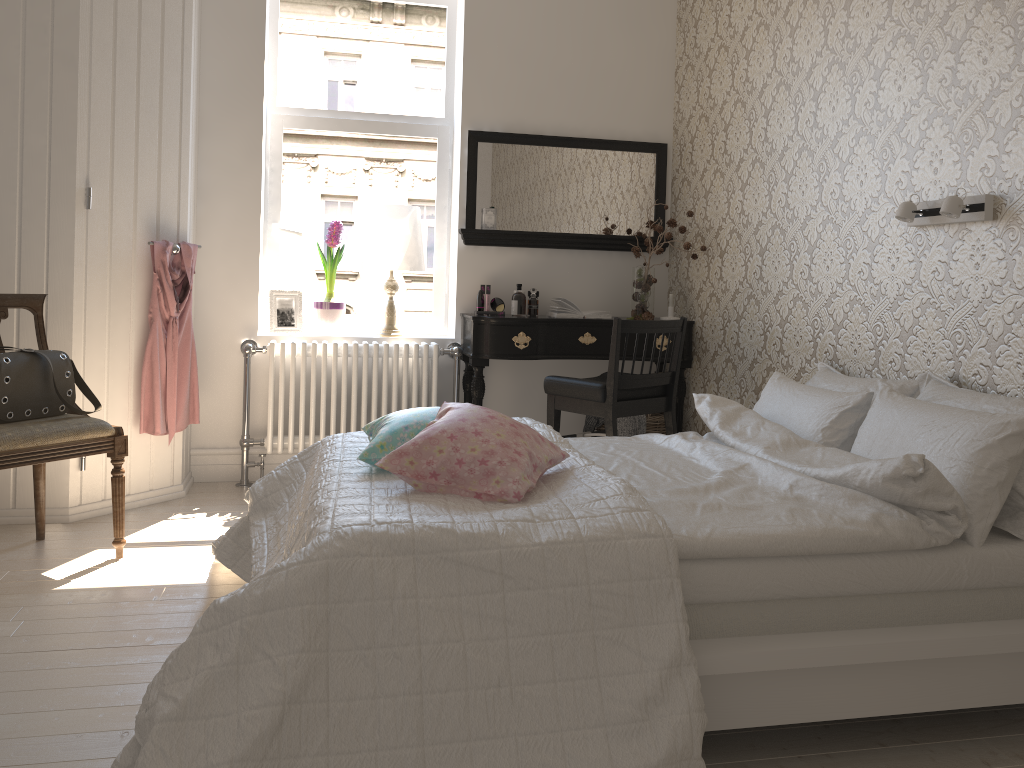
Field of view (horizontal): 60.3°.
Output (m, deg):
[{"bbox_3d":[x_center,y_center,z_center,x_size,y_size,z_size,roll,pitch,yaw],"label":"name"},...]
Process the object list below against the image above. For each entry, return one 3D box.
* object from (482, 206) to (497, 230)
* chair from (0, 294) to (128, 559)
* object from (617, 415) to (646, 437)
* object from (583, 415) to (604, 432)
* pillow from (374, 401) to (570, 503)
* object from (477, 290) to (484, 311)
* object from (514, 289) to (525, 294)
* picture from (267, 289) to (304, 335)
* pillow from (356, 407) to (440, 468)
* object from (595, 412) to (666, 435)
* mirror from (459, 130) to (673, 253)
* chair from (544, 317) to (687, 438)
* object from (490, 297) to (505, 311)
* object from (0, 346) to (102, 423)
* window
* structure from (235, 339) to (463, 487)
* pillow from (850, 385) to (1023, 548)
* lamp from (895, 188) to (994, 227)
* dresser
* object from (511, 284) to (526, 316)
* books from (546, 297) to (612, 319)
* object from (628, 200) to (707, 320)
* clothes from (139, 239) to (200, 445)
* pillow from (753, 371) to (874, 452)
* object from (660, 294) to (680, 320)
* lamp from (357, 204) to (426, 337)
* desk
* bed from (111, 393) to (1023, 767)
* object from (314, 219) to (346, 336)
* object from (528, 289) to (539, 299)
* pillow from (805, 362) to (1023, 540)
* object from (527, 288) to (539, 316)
[{"bbox_3d":[-0.112,-0.828,4.408,0.072,0.121,0.037,1,1,-8],"label":"object"},{"bbox_3d":[-1.670,0.150,2.957,0.539,0.889,0.521,3,3,32],"label":"chair"},{"bbox_3d":[0.579,0.296,4.363,0.290,0.355,0.350,3,4,26],"label":"object"},{"bbox_3d":[0.527,0.275,4.389,0.367,0.331,0.304,1,4,-12],"label":"object"},{"bbox_3d":[-0.081,0.163,2.126,0.353,0.202,0.396,4,6,20],"label":"pillow"},{"bbox_3d":[-0.154,-0.401,4.331,0.031,0.120,0.054,2,2,26],"label":"object"},{"bbox_3d":[0.036,-0.408,4.399,0.058,0.134,0.057,3,2,38],"label":"object"},{"bbox_3d":[-1.100,-0.349,4.294,0.176,0.225,0.050,0,2,-33],"label":"picture"},{"bbox_3d":[-0.229,0.151,2.376,0.362,0.168,0.384,1,6,-8],"label":"pillow"},{"bbox_3d":[0.598,0.280,4.404,0.394,0.431,0.394,3,4,19],"label":"object"},{"bbox_3d":[0.292,-0.972,4.490,1.117,0.571,0.066,1,1,-13],"label":"mirror"},{"bbox_3d":[0.445,0.133,3.784,0.456,0.860,0.459,0,3,-43],"label":"chair"},{"bbox_3d":[-0.083,-0.382,4.331,0.080,0.085,0.083,4,4,27],"label":"object"},{"bbox_3d":[-1.604,-0.007,2.966,0.213,0.247,0.401,4,5,32],"label":"object"},{"bbox_3d":[-0.775,-1.148,4.537,0.948,1.779,0.111,1,1,-13],"label":"window"},{"bbox_3d":[-0.760,0.137,4.231,1.067,0.681,0.166,1,1,-12],"label":"structure"},{"bbox_3d":[1.056,0.189,2.241,0.202,0.307,0.567,1,5,-13],"label":"pillow"},{"bbox_3d":[1.233,-0.516,2.571,0.115,0.093,0.327,1,6,-13],"label":"lamp"},{"bbox_3d":[-1.859,-0.788,3.698,1.024,2.578,0.703,1,1,-13],"label":"dresser"},{"bbox_3d":[0.033,-0.409,4.303,0.070,0.158,0.070,1,2,-18],"label":"object"},{"bbox_3d":[0.329,-0.378,4.375,0.278,0.095,0.227,1,6,-11],"label":"books"},{"bbox_3d":[0.725,-0.588,4.275,0.317,0.598,0.544,0,4,-42],"label":"object"},{"bbox_3d":[-1.453,-0.177,3.777,0.092,0.875,0.330,2,2,17],"label":"clothes"},{"bbox_3d":[0.923,0.139,2.825,0.204,0.302,0.564,1,5,-13],"label":"pillow"},{"bbox_3d":[0.784,-0.378,4.348,0.105,0.131,0.105,3,3,22],"label":"object"},{"bbox_3d":[-0.604,-0.563,4.424,0.339,0.651,0.342,2,2,-1],"label":"lamp"},{"bbox_3d":[0.313,0.084,4.330,1.104,0.822,0.437,1,2,-13],"label":"desk"},{"bbox_3d":[0.249,0.402,2.399,2.210,0.630,1.965,0,6,-12],"label":"bed"},{"bbox_3d":[-0.901,-0.530,4.379,0.156,0.576,0.157,1,1,-27],"label":"object"},{"bbox_3d":[0.107,-0.410,4.442,0.058,0.134,0.057,3,2,38],"label":"object"},{"bbox_3d":[1.108,0.138,2.575,0.310,0.353,1.261,1,6,-12],"label":"pillow"},{"bbox_3d":[0.104,-0.402,4.343,0.054,0.138,0.054,3,2,27],"label":"object"}]
